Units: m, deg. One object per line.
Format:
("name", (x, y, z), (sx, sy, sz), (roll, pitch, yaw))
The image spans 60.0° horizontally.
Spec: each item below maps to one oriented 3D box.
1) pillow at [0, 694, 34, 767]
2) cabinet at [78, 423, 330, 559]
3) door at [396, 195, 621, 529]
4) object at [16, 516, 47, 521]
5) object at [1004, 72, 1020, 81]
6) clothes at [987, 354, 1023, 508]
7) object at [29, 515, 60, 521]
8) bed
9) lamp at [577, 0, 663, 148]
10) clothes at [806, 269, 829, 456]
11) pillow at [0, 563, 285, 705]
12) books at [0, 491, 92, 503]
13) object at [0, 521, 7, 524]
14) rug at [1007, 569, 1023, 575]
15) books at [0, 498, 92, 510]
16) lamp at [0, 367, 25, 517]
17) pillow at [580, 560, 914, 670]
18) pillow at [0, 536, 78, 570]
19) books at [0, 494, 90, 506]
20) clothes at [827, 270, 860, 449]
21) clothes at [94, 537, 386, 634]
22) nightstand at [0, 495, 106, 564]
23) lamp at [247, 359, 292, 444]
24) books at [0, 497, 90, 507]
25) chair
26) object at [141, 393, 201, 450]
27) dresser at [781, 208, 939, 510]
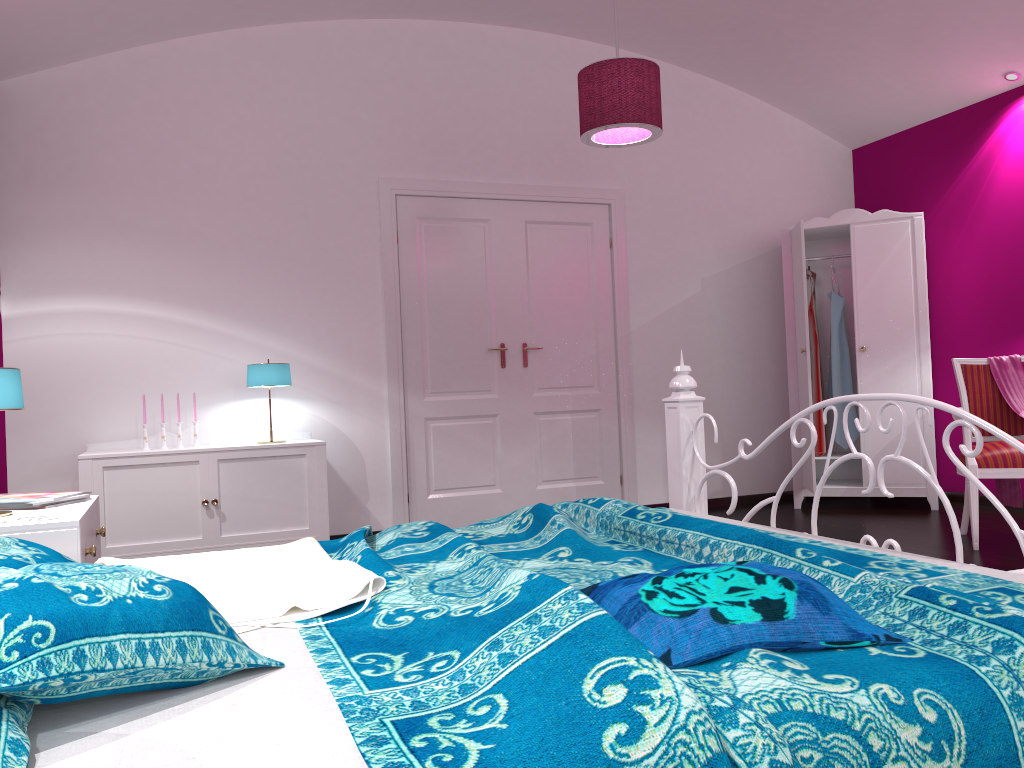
("pillow", (-0.771, 0.348, 1.012), (0.401, 0.141, 0.717), (-2, -1, -26))
("cabinet", (-1.551, 0.567, 4.520), (1.142, 0.734, 0.506), (-2, -1, -21))
("door", (0.016, -0.141, 5.480), (1.405, 2.001, 0.098), (-2, -1, -21))
("object", (-1.284, 0.359, 2.371), (0.073, 0.003, 0.073), (-3, -1, 31))
("object", (2.913, -1.800, 5.163), (0.085, 0.058, 0.080), (-2, -1, -21))
("clothes", (2.565, 0.235, 4.292), (0.162, 0.777, 0.601), (-2, -1, -17))
("object", (-1.237, 0.354, 2.345), (0.073, 0.006, 0.073), (-3, -1, 31))
("bed", (-0.152, 0.260, 1.601), (2.317, 1.143, 2.167), (-2, -1, -21))
("lamp", (0.844, -1.734, 3.168), (0.377, 1.129, 2.377), (-2, -1, -21))
("clothes", (1.985, -0.150, 5.902), (0.173, 1.237, 0.315), (-3, -1, 26))
("pillow", (-0.601, 0.324, 1.185), (0.404, 0.176, 0.418), (-3, -1, 36))
("books", (-1.509, 0.354, 2.753), (0.300, 0.012, 0.221), (-3, -1, 2))
("object", (-1.317, 0.358, 2.291), (0.022, 0.006, 0.022), (-2, -1, -6))
("rug", (1.967, 0.748, 2.464), (1.400, 0.018, 2.100), (-2, -1, -21))
("books", (-1.506, 0.372, 2.745), (0.300, 0.007, 0.220), (-3, -1, 9))
("lamp", (-1.485, 0.151, 2.470), (0.229, 0.438, 0.229), (-3, -1, 24))
("pillow", (0.308, 0.345, 1.373), (0.425, 0.127, 0.404), (-2, -1, -12))
("pillow", (-1.047, 0.370, 1.694), (0.401, 0.141, 0.717), (-2, -1, -19))
("books", (-1.504, 0.358, 2.730), (0.300, 0.007, 0.220), (-3, -1, 17))
("clothes", (2.172, -0.171, 5.847), (0.180, 1.199, 0.191), (-3, -1, 2))
("clothes", (-0.574, 0.541, 1.870), (0.553, 0.376, 1.036), (-2, -1, -27))
("nightstand", (-1.435, 0.593, 2.565), (0.455, 0.616, 0.742), (-2, -1, -21))
("lamp", (-1.264, 0.089, 4.630), (0.229, 0.438, 0.229), (-3, -1, 24))
("books", (-1.515, 0.365, 2.753), (0.300, 0.007, 0.220), (-3, -1, 14))
("chair", (2.410, 0.309, 4.261), (0.528, 0.901, 0.511), (-3, -1, 13))
("object", (-1.726, 0.184, 4.479), (0.285, 0.284, 0.043), (-2, -1, -33))
("dresser", (2.202, -0.159, 5.654), (0.842, 1.893, 0.875), (-3, -1, 24))
